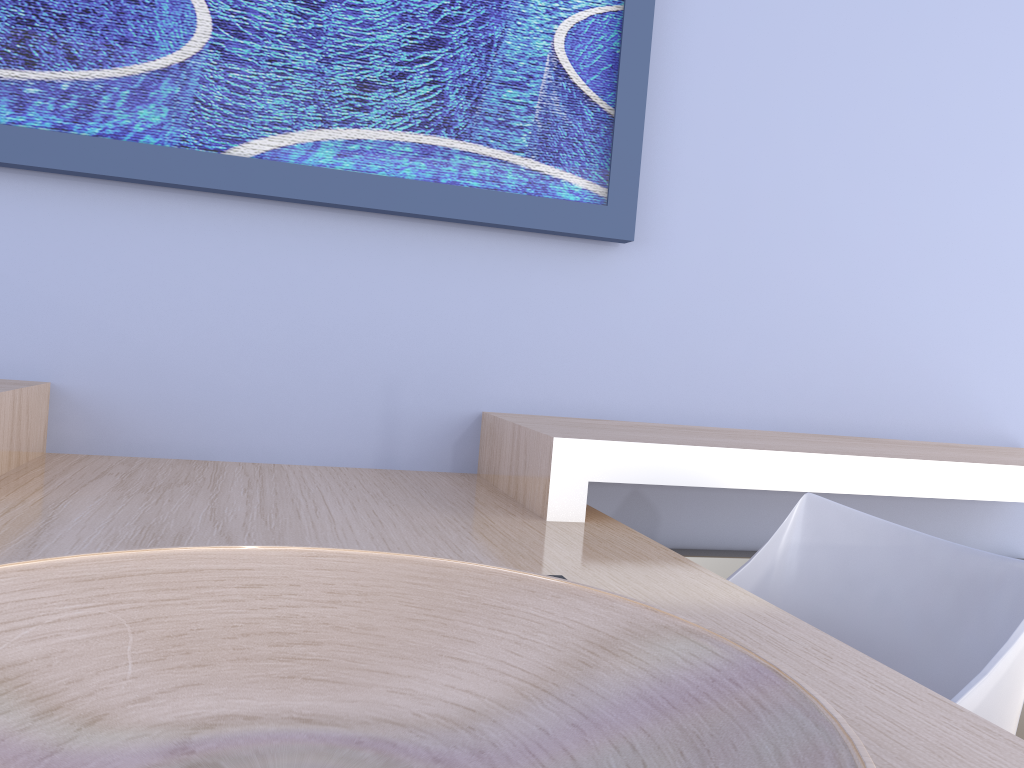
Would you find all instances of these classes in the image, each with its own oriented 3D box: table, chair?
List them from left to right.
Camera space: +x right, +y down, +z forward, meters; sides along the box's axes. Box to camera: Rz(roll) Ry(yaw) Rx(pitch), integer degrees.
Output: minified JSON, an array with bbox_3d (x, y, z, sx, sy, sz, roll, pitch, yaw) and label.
[{"bbox_3d":[-0.167,0.564,0.511,1.002,0.718,2.340,4,2,-15],"label":"table"},{"bbox_3d":[0.289,0.550,1.042,0.486,0.793,0.510,4,2,-15],"label":"chair"}]

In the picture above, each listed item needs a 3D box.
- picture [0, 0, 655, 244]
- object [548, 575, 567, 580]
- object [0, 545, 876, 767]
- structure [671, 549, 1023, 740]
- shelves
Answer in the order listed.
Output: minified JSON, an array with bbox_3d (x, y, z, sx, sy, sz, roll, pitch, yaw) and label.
[{"bbox_3d":[-0.335,-0.772,1.558,1.252,0.901,0.049,4,2,-15],"label":"picture"},{"bbox_3d":[-0.100,0.211,0.400,0.594,0.005,0.986,4,2,-16],"label":"object"},{"bbox_3d":[-0.101,0.168,0.400,0.493,0.081,0.493,5,2,3],"label":"object"},{"bbox_3d":[-0.653,0.516,1.542,3.843,0.503,0.064,4,2,-15],"label":"structure"},{"bbox_3d":[-0.664,0.435,1.347,3.901,0.840,0.463,4,2,-15],"label":"shelves"}]
